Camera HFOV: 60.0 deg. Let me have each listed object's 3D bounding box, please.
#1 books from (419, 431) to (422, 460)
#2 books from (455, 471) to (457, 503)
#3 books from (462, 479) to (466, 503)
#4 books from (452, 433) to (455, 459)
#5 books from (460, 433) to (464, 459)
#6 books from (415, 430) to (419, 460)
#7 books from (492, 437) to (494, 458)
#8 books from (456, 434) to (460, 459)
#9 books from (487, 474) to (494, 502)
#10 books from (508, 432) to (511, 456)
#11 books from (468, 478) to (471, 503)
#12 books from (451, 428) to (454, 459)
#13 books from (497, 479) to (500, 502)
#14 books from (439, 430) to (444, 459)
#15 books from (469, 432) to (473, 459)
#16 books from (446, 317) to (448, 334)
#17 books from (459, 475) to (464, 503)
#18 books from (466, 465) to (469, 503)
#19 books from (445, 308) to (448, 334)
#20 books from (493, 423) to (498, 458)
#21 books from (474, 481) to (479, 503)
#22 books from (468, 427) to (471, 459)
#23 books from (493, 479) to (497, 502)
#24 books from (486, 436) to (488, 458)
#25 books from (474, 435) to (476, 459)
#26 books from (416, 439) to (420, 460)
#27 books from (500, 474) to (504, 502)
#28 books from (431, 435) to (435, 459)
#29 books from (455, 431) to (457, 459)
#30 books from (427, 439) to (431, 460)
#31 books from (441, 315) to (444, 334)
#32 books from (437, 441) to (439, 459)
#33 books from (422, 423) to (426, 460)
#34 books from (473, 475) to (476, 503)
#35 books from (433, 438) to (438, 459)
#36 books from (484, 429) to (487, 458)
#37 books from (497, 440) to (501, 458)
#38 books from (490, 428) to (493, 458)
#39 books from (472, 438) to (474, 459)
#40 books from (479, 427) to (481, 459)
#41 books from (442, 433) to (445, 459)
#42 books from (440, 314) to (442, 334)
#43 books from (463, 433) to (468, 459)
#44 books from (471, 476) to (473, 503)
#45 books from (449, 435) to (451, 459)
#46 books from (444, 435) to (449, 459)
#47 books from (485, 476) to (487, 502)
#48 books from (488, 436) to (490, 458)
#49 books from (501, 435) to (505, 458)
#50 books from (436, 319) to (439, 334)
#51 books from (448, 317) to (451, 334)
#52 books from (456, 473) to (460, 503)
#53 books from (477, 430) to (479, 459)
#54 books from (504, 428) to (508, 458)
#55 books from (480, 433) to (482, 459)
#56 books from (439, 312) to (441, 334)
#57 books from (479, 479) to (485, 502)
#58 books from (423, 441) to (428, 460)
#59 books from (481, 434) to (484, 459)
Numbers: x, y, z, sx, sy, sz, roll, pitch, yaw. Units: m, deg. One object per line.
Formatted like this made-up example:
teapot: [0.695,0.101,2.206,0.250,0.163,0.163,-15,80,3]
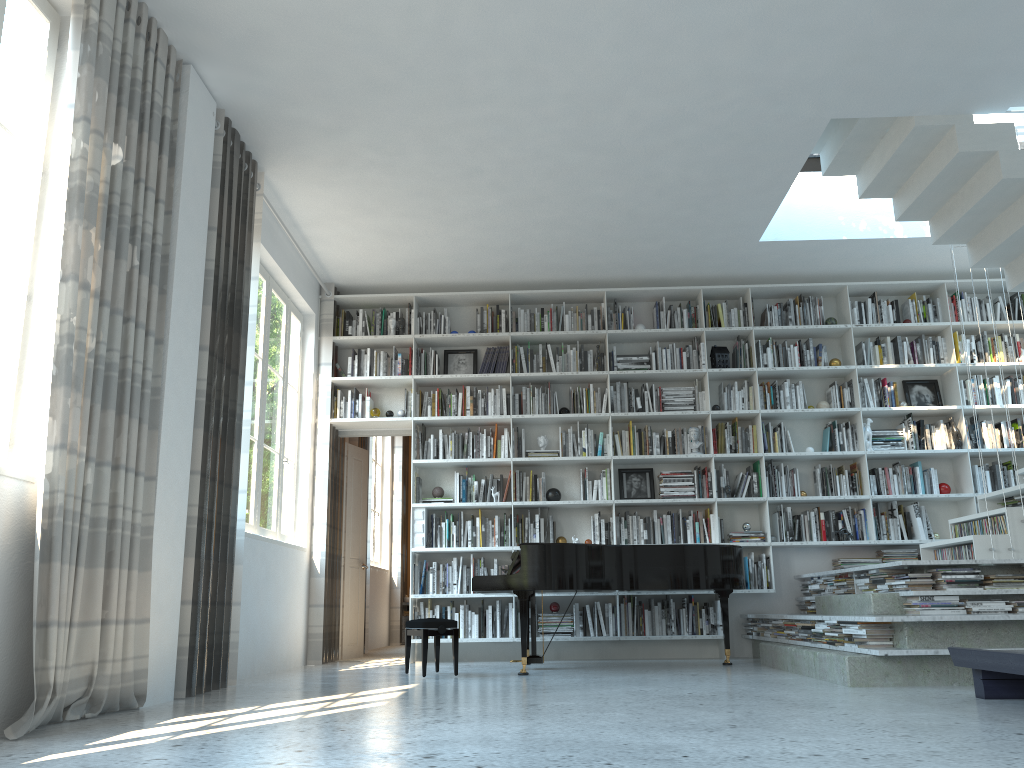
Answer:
books: [-0.781,0.557,7.673,0.027,0.265,0.176,-1,-14,2]
books: [-0.478,0.900,7.593,0.012,0.284,0.160,-1,-14,2]
books: [-0.402,0.930,7.560,0.029,0.207,0.190,-1,-14,2]
books: [-0.502,0.560,7.666,0.021,0.247,0.189,-1,-14,2]
books: [-0.435,0.564,7.673,0.023,0.242,0.185,-1,-14,2]
books: [-0.823,0.555,7.701,0.012,0.284,0.160,-1,-14,2]
books: [-0.165,0.577,7.663,0.013,0.203,0.162,-1,-14,2]
books: [-0.468,0.565,7.665,0.024,0.236,0.167,-1,-14,2]
books: [-0.185,0.908,7.579,0.060,0.254,0.159,-1,-14,2]
books: [-0.017,0.550,7.675,0.036,0.257,0.123,-1,-14,2]
books: [-0.361,0.928,7.600,0.030,0.231,0.148,-1,-14,2]
books: [-0.518,0.541,7.680,0.011,0.292,0.184,-1,-14,2]
books: [-0.110,0.929,7.574,0.027,0.209,0.144,-1,-14,2]
books: [-0.609,0.550,7.686,0.023,0.280,0.174,-1,-14,2]
books: [-0.352,0.558,7.682,0.021,0.256,0.156,-1,-14,2]
books: [-0.573,-0.480,7.939,0.014,0.201,0.171,-1,-14,2]
books: [-0.432,0.915,7.595,0.031,0.254,0.143,-1,-14,2]
books: [-0.382,0.876,7.607,0.011,0.335,0.154,-1,-14,2]
books: [-0.587,-0.519,7.967,0.015,0.292,0.131,-1,-14,2]
books: [-0.141,0.518,7.678,0.035,0.325,0.170,-1,-14,2]
books: [-0.299,0.937,7.557,0.029,0.189,0.189,-1,-14,2]
books: [-0.370,0.535,7.677,0.013,0.299,0.152,-1,-14,2]
books: [-0.139,0.928,7.565,0.030,0.207,0.173,-1,-14,2]
books: [-0.213,0.573,7.672,0.012,0.217,0.160,-1,-14,2]
books: [-0.315,0.567,7.664,0.013,0.228,0.177,-1,-14,2]
books: [-0.804,0.589,7.683,0.026,0.208,0.155,-1,-14,2]
books: [-0.086,0.909,7.581,0.021,0.250,0.154,-1,-14,2]
books: [-0.681,0.571,7.672,0.022,0.235,0.177,-1,-14,2]
books: [-0.485,0.553,7.685,0.011,0.270,0.158,-1,-14,2]
books: [-0.712,0.588,7.685,0.042,0.208,0.143,-1,-14,2]
books: [-0.613,-0.488,7.927,0.021,0.213,0.174,-1,-14,2]
books: [-0.630,0.601,7.698,0.021,0.187,0.129,-1,-14,2]
books: [-0.762,0.523,7.677,0.012,0.333,0.185,-1,-14,2]
books: [-0.319,0.912,7.576,0.011,0.249,0.172,-1,-14,2]
books: [-0.656,0.583,7.657,0.028,0.203,0.188,-1,-14,2]
books: [-0.227,0.542,7.665,0.015,0.274,0.157,-1,-14,2]
books: [-0.108,0.587,7.663,0.030,0.183,0.152,-1,-14,2]
books: [-0.179,0.538,7.688,0.015,0.292,0.144,-1,-14,2]
books: [-0.331,0.582,7.676,0.021,0.204,0.130,-1,-14,2]
books: [-0.278,0.535,7.694,0.011,0.303,0.130,-1,-14,2]
books: [-0.592,0.564,7.674,0.011,0.245,0.176,-1,-14,2]
books: [-0.629,-0.489,7.935,0.013,0.219,0.181,-1,-14,2]
books: [-0.399,0.561,7.690,0.048,0.255,0.142,-1,-14,2]
books: [-0.335,0.917,7.595,0.022,0.248,0.129,-1,-14,2]
books: [-0.530,0.572,7.674,0.014,0.229,0.148,-1,-14,2]
books: [-0.561,0.571,7.695,0.049,0.242,0.139,-1,-14,2]
books: [-0.221,0.919,7.592,0.013,0.241,0.141,-1,-14,2]
books: [-0.196,0.572,7.676,0.021,0.220,0.149,-1,-14,2]
books: [-0.078,0.567,7.667,0.031,0.223,0.145,-1,-14,2]
books: [-0.661,-0.470,7.935,0.026,0.182,0.162,-1,-14,2]
books: [-0.560,-0.482,7.949,0.013,0.209,0.137,-1,-14,2]
books: [-0.460,0.906,7.590,0.024,0.272,0.150,-1,-14,2]
books: [-0.289,0.547,7.675,0.012,0.271,0.146,-1,-14,2]
books: [-0.049,0.537,7.678,0.027,0.285,0.148,-1,-14,2]
books: [-0.267,0.559,7.683,0.011,0.251,0.139,-1,-14,2]
books: [-0.642,-0.503,7.948,0.013,0.252,0.129,-1,-14,2]
books: [-0.255,0.933,7.591,0.056,0.213,0.143,-1,-14,2]
books: [-0.737,0.597,7.665,0.037,0.181,0.189,-1,-14,2]
books: [-0.247,0.565,7.690,0.028,0.242,0.132,-1,-14,2]
